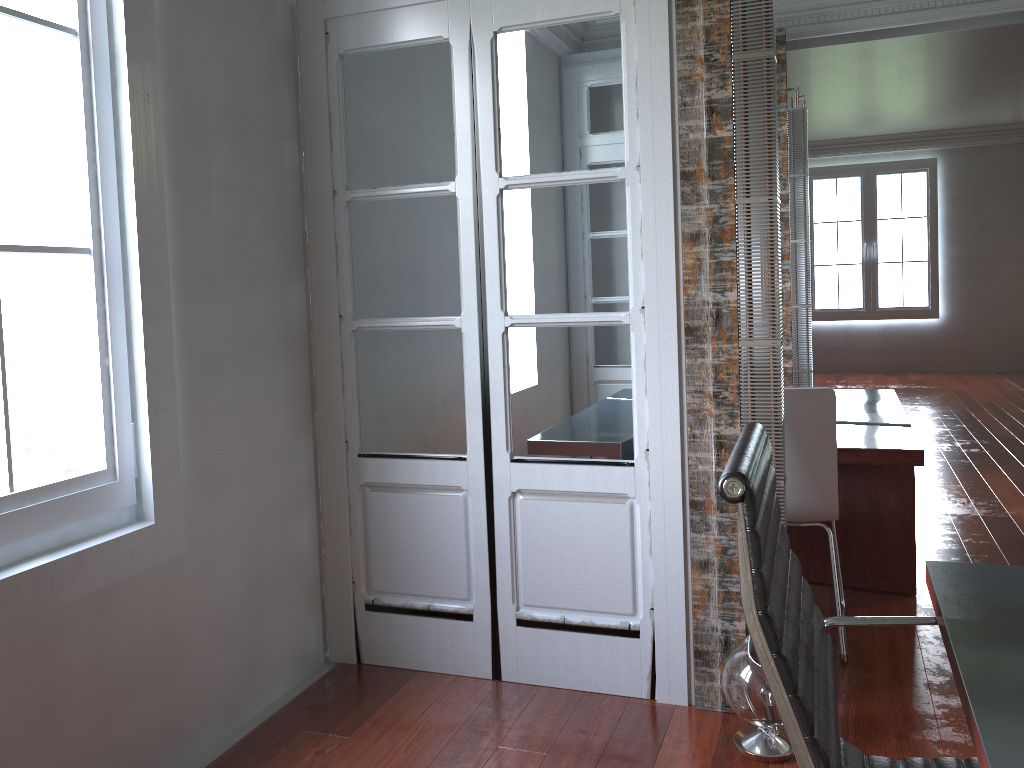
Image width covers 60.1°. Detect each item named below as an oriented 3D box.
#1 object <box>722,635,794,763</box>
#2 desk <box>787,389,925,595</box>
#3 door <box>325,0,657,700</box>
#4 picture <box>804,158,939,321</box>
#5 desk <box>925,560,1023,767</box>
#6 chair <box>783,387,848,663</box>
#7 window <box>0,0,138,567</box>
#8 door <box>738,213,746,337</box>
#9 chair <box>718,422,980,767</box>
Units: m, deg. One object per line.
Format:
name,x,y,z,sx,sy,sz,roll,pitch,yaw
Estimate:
object,0.679,0.873,2.390,0.220,0.382,0.235,-2,4,-2
desk,1.045,0.452,4.110,1.445,0.652,1.720,0,6,20
door,-0.084,-0.127,2.830,1.160,2.175,0.041,-1,3,20
picture,4.535,-1.801,11.226,1.579,1.982,0.128,-1,3,20
desk,1.735,0.766,0.624,2.506,0.725,1.306,0,6,20
chair,0.928,0.434,3.138,0.475,0.916,0.604,-1,4,20
window,-1.293,-0.536,1.639,0.127,1.978,1.533,-1,4,20
door,0.983,-0.484,5.745,1.160,2.175,0.041,-1,3,20
chair,0.640,0.594,1.278,0.699,1.020,0.668,0,4,24
